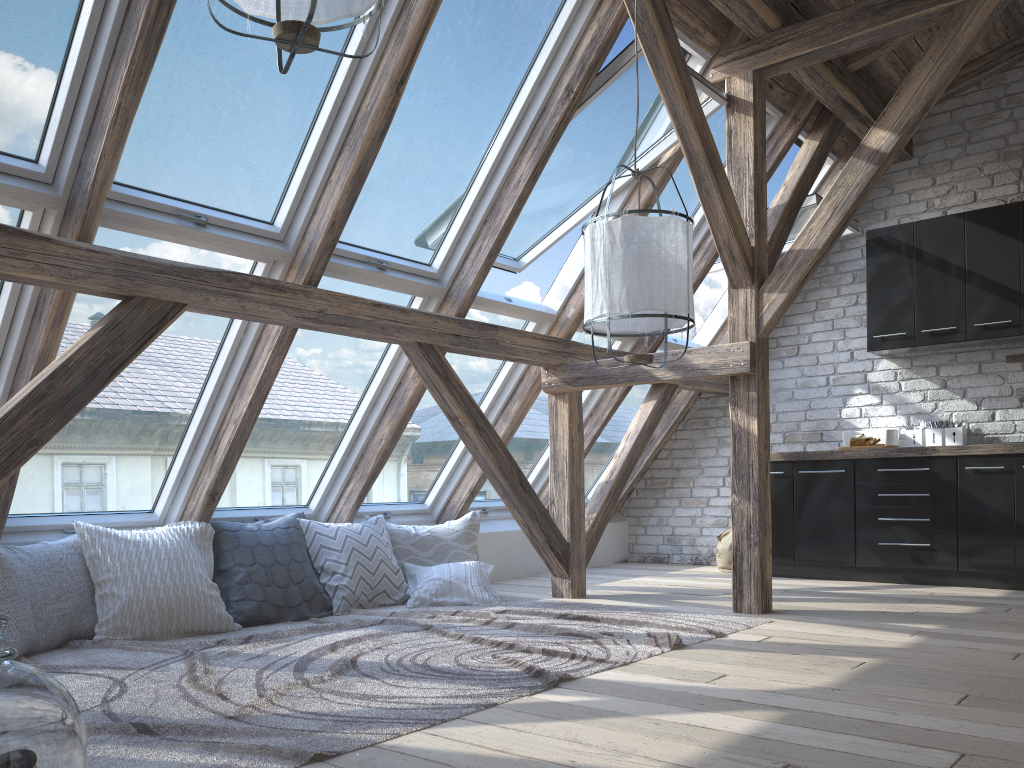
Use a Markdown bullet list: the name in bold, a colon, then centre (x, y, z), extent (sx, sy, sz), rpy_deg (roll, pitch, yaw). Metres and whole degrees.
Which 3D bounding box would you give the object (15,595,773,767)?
- **object**: centre (-0.634, 1.040, 3.571), extent (2.195, 0.056, 3.196), rpy_deg (-6, -9, 39)

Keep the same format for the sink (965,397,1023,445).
- **sink**: centre (3.056, 0.331, 5.260), extent (0.527, 0.514, 0.515), rpy_deg (-3, -4, 39)

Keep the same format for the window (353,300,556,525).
- **window**: centre (-0.427, 0.191, 5.110), extent (1.099, 1.273, 0.856), rpy_deg (-3, -3, 39)

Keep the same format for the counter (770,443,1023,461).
- **counter**: centre (2.702, 0.705, 4.502), extent (3.825, 0.849, 2.248), rpy_deg (-6, -8, 39)

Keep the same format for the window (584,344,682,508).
- **window**: centre (0.738, 0.339, 6.534), extent (1.099, 1.273, 0.856), rpy_deg (-3, -3, 39)

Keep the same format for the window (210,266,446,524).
- **window**: centre (-1.010, 0.116, 4.398), extent (1.099, 1.273, 0.856), rpy_deg (-3, -3, 39)

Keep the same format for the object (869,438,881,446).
- **object**: centre (2.346, 0.379, 5.689), extent (0.073, 0.055, 0.083), rpy_deg (-2, -5, 15)

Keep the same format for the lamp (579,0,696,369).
- **lamp**: centre (0.449, -1.011, 3.179), extent (0.407, 1.891, 0.400), rpy_deg (-1, 0, -10)

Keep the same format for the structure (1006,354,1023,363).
- **structure**: centre (3.463, -0.199, 5.242), extent (0.935, 0.046, 0.081), rpy_deg (-6, -7, 39)

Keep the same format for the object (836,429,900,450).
- **object**: centre (2.375, 0.373, 5.837), extent (0.382, 0.133, 0.592), rpy_deg (-4, -7, 27)

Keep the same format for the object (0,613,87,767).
- **object**: centre (-0.446, 0.316, 0.744), extent (0.156, 0.246, 0.156), rpy_deg (-1, -2, 8)

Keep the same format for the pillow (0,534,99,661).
- **pillow**: centre (-2.045, 0.841, 3.419), extent (0.436, 0.522, 1.137), rpy_deg (-2, -5, 31)

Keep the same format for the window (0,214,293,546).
- **window**: centre (-1.592, 0.042, 3.686), extent (1.099, 1.273, 0.856), rpy_deg (-3, -3, 39)

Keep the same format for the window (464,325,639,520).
- **window**: centre (0.155, 0.265, 5.822), extent (1.099, 1.273, 0.856), rpy_deg (-3, -3, 39)

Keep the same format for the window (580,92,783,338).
- **window**: centre (0.908, -1.010, 5.181), extent (1.099, 1.273, 0.856), rpy_deg (-3, -3, 39)

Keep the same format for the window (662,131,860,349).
- **window**: centre (1.443, -0.930, 5.932), extent (1.525, 1.273, 0.856), rpy_deg (-4, -3, 39)

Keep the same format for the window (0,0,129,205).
- **window**: centre (-1.422, -1.307, 2.333), extent (1.099, 1.273, 0.856), rpy_deg (-3, -3, 39)

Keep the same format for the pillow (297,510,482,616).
- **pillow**: centre (-0.666, 0.998, 4.994), extent (0.502, 0.532, 1.157), rpy_deg (-4, -6, 44)

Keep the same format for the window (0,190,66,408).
- **window**: centre (-2.174, -0.033, 2.974), extent (1.099, 1.273, 0.856), rpy_deg (-3, -3, 39)

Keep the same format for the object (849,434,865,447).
- **object**: centre (2.242, 0.369, 5.720), extent (0.090, 0.087, 0.086), rpy_deg (-2, -3, 16)

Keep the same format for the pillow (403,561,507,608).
- **pillow**: centre (-0.330, 1.120, 4.898), extent (0.536, 0.241, 0.478), rpy_deg (0, -5, -9)

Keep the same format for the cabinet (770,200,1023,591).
- **cabinet**: centre (2.891, -0.134, 4.420), extent (4.228, 2.500, 2.096), rpy_deg (-5, -4, 39)

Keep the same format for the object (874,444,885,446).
- **object**: centre (2.377, 0.398, 5.687), extent (0.069, 0.017, 0.078), rpy_deg (-3, -7, 17)

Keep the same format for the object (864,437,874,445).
- **object**: centre (2.330, 0.380, 5.743), extent (0.074, 0.067, 0.079), rpy_deg (-2, -4, 11)

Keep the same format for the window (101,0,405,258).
- **window**: centre (-0.839, -1.233, 3.045), extent (1.099, 1.273, 0.856), rpy_deg (-3, -3, 39)

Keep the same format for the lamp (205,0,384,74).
- **lamp**: centre (-0.503, -1.426, 2.020), extent (0.408, 1.302, 0.400), rpy_deg (-1, 0, 15)

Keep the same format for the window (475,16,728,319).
- **window**: centre (0.288, -1.080, 4.500), extent (1.410, 1.273, 0.856), rpy_deg (-4, -3, 39)

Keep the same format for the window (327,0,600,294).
- **window**: centre (-0.257, -1.158, 3.757), extent (1.099, 1.273, 0.856), rpy_deg (-3, -3, 39)

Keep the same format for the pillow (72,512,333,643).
- **pillow**: centre (-1.397, 0.884, 4.171), extent (0.469, 0.561, 1.276), rpy_deg (-3, -6, 40)

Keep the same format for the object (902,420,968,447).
- **object**: centre (2.779, 0.324, 5.754), extent (0.406, 0.200, 0.147), rpy_deg (-5, -5, 41)

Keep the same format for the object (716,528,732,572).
- **object**: centre (1.641, 1.185, 6.498), extent (0.338, 0.388, 0.394), rpy_deg (0, -3, -25)

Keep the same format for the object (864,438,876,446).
- **object**: centre (2.318, 0.378, 5.686), extent (0.072, 0.057, 0.084), rpy_deg (-2, -5, 15)
